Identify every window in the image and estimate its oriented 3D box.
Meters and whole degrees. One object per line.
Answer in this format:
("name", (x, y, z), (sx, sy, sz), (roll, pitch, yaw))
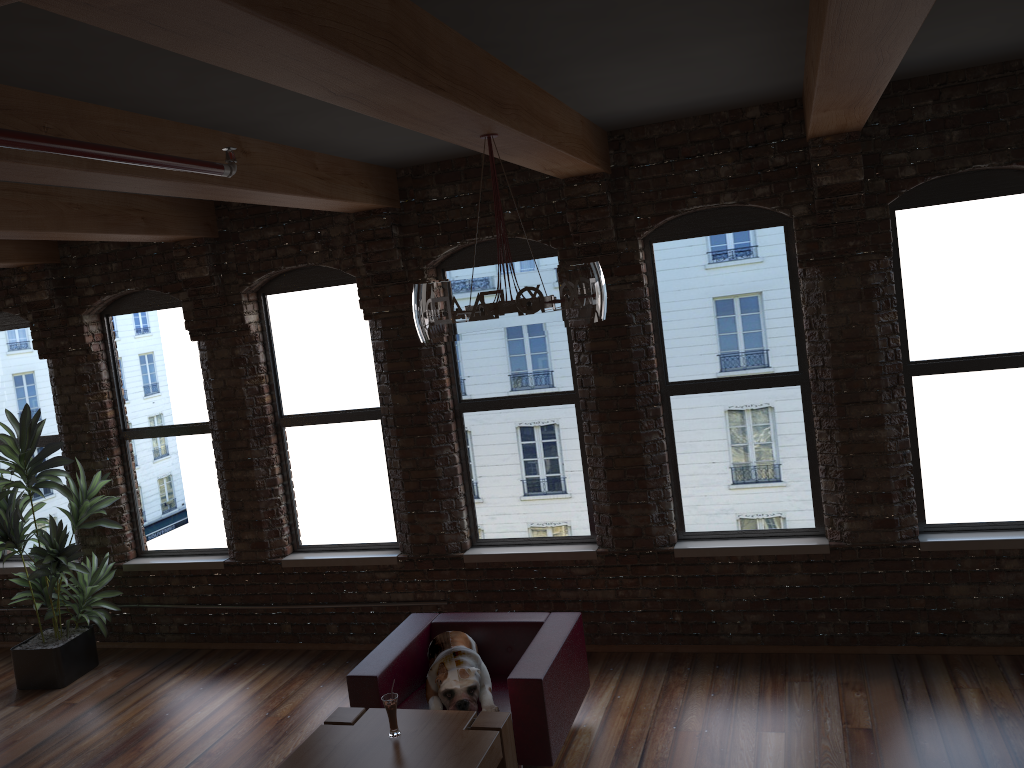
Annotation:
("window", (-1.375, 0.224, 6.541), (0.967, 2.209, 0.236), (-6, 4, 18))
("window", (-4.151, 0.475, 7.441), (0.967, 2.209, 0.236), (-6, 4, 18))
("window", (1.401, -0.026, 5.640), (0.967, 2.209, 0.236), (-6, 4, 18))
("window", (-2.762, 0.350, 6.990), (0.967, 2.209, 0.236), (-6, 4, 18))
("window", (0.013, 0.099, 6.090), (0.967, 2.209, 0.236), (-6, 4, 18))
("window", (2.789, -0.152, 5.190), (0.967, 2.209, 0.236), (-6, 4, 18))

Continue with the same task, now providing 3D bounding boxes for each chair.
("chair", (-0.197, 1.706, 4.874), (1.069, 0.591, 0.870), (-5, 6, 18))

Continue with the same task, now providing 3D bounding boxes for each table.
("table", (-0.657, 1.945, 3.414), (0.899, 0.548, 1.759), (-5, 6, 18))

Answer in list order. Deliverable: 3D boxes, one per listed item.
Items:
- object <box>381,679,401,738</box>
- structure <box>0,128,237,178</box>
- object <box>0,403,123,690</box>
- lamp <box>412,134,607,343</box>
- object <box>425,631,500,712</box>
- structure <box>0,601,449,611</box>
("object", (-0.536, 1.472, 4.003), (0.095, 0.231, 0.075), (-10, 5, -39))
("structure", (-2.032, -0.337, 0.026), (0.051, 0.111, 6.842), (-6, 6, 18))
("object", (-3.555, 1.175, 6.688), (1.078, 2.097, 0.971), (-5, 5, 31))
("lamp", (-0.045, -0.628, 3.685), (0.812, 0.812, 0.809), (-10, 6, -31))
("object", (-0.315, 1.554, 4.766), (0.365, 0.296, 0.756), (-8, 6, -10))
("structure", (-6.997, 2.048, 8.345), (13.691, 0.312, 1.641), (-6, 6, 11))
